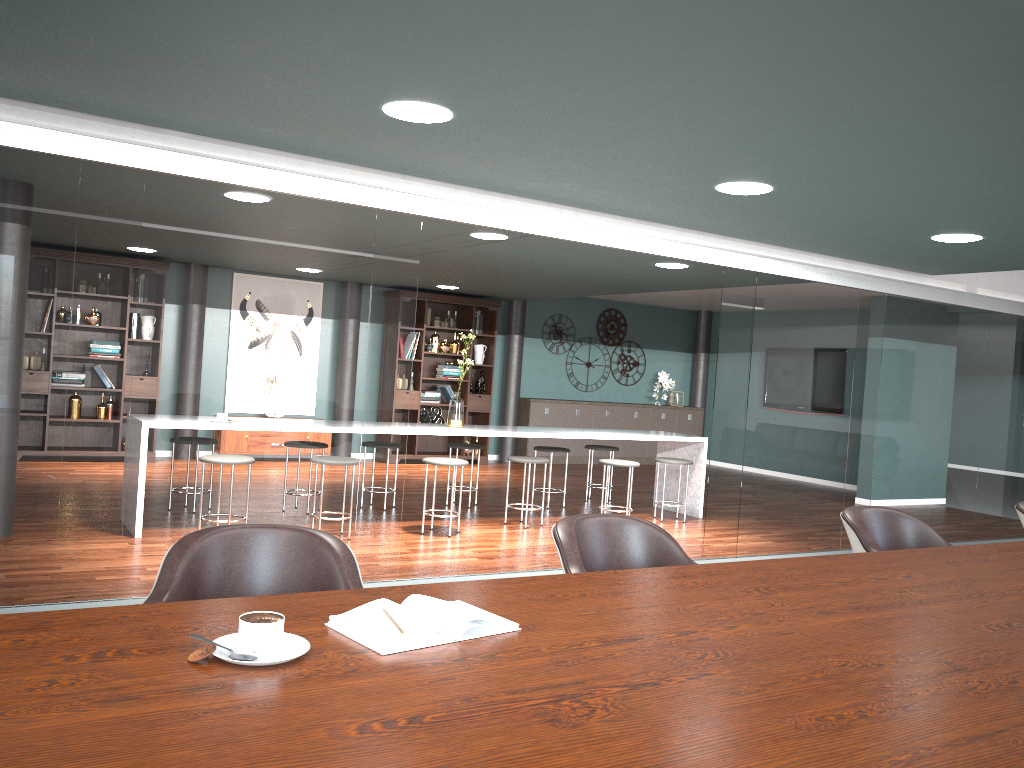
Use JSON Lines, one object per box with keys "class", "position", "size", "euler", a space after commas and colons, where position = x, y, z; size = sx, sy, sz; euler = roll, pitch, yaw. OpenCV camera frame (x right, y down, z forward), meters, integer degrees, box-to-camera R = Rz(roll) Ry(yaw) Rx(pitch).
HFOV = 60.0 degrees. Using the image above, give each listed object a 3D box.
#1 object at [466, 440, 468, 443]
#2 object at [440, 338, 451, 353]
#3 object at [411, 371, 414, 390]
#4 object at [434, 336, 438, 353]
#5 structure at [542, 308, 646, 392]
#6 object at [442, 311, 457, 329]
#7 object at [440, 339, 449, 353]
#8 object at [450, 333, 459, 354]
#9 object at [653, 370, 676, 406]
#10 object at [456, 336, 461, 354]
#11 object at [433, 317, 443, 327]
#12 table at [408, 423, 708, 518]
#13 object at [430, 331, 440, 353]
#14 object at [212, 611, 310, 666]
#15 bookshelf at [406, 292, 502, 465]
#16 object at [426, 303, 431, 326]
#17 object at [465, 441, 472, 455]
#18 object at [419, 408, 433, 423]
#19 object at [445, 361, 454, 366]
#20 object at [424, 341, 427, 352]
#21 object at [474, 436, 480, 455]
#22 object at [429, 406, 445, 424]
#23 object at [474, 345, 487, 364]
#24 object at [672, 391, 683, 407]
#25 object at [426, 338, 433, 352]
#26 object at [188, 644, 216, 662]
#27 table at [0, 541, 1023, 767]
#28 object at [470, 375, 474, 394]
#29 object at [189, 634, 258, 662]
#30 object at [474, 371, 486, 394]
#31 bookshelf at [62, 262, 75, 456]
{"class": "object", "position": [-0.557, 0.774, 10.856], "size": [0.099, 0.169, 0.099], "euler": [5, 1, 33]}
{"class": "object", "position": [-0.783, -0.451, 10.505], "size": [0.144, 0.175, 0.073], "euler": [4, 1, -30]}
{"class": "object", "position": [-1.285, -0.045, 10.336], "size": [0.250, 0.221, 0.186], "euler": [3, 1, -33]}
{"class": "object", "position": [-0.889, -0.464, 10.435], "size": [0.040, 0.191, 0.040], "euler": [4, 1, -22]}
{"class": "structure", "position": [1.154, -0.471, 12.132], "size": [1.791, 1.178, 0.017], "euler": [4, 1, -31]}
{"class": "object", "position": [-0.769, -0.775, 10.609], "size": [0.196, 0.221, 0.184], "euler": [4, 1, -31]}
{"class": "object", "position": [-0.812, -0.451, 10.631], "size": [0.099, 0.169, 0.099], "euler": [5, 1, 33]}
{"class": "object", "position": [-0.688, -0.486, 10.616], "size": [0.108, 0.256, 0.108], "euler": [4, 1, 3]}
{"class": "object", "position": [2.160, 0.057, 12.528], "size": [0.221, 0.495, 0.600], "euler": [5, 1, 33]}
{"class": "object", "position": [-0.666, -0.469, 10.740], "size": [0.092, 0.222, 0.092], "euler": [4, 1, 3]}
{"class": "object", "position": [-0.886, -0.734, 10.528], "size": [0.096, 0.126, 0.106], "euler": [4, 1, 19]}
{"class": "table", "position": [-0.437, 0.677, 6.744], "size": [4.577, 0.699, 0.609], "euler": [4, 1, -31]}
{"class": "object", "position": [-0.916, -0.498, 10.539], "size": [0.114, 0.251, 0.114], "euler": [4, 1, -5]}
{"class": "object", "position": [-0.375, 0.376, 1.323], "size": [0.146, 0.056, 0.146], "euler": [4, 1, -7]}
{"class": "bookshelf", "position": [-0.890, -0.057, 10.603], "size": [1.339, 1.984, 0.482], "euler": [4, 1, -31]}
{"class": "object", "position": [-1.011, -0.816, 10.480], "size": [0.104, 0.273, 0.104], "euler": [4, 1, 5]}
{"class": "object", "position": [-0.528, 0.775, 10.730], "size": [0.144, 0.175, 0.073], "euler": [4, 1, -30]}
{"class": "object", "position": [-1.040, 0.406, 10.438], "size": [0.224, 0.238, 0.159], "euler": [4, 1, -31]}
{"class": "object", "position": [-0.759, -0.249, 10.653], "size": [0.104, 0.052, 0.100], "euler": [4, 1, -27]}
{"class": "object", "position": [-1.060, -0.468, 10.474], "size": [0.105, 0.172, 0.105], "euler": [3, 1, -35]}
{"class": "object", "position": [-0.433, 0.739, 10.841], "size": [0.108, 0.256, 0.108], "euler": [4, 1, 3]}
{"class": "object", "position": [-0.912, 0.397, 10.652], "size": [0.233, 0.268, 0.051], "euler": [4, 1, -31]}
{"class": "object", "position": [-0.448, -0.374, 10.866], "size": [0.268, 0.262, 0.137], "euler": [4, 1, 8]}
{"class": "object", "position": [2.343, 0.211, 12.558], "size": [0.174, 0.207, 0.042], "euler": [4, 1, -12]}
{"class": "object", "position": [-0.965, -0.455, 10.424], "size": [0.079, 0.161, 0.080], "euler": [4, 1, -5]}
{"class": "object", "position": [-0.447, 0.388, 1.280], "size": [0.041, 0.021, 0.044], "euler": [3, 1, -39]}
{"class": "table", "position": [1.394, 0.873, 1.996], "size": [6.694, 0.706, 1.374], "euler": [4, 1, -31]}
{"class": "object", "position": [-0.495, 0.002, 10.787], "size": [0.077, 0.228, 0.077], "euler": [5, 1, 42]}
{"class": "object", "position": [-0.427, 0.390, 1.302], "size": [0.155, 0.012, 0.034], "euler": [5, 1, 36]}
{"class": "object", "position": [-0.400, -0.024, 10.860], "size": [0.116, 0.286, 0.215], "euler": [3, 1, -36]}
{"class": "bookshelf", "position": [-4.136, -0.256, 8.624], "size": [1.339, 1.984, 0.482], "euler": [4, 1, -31]}
